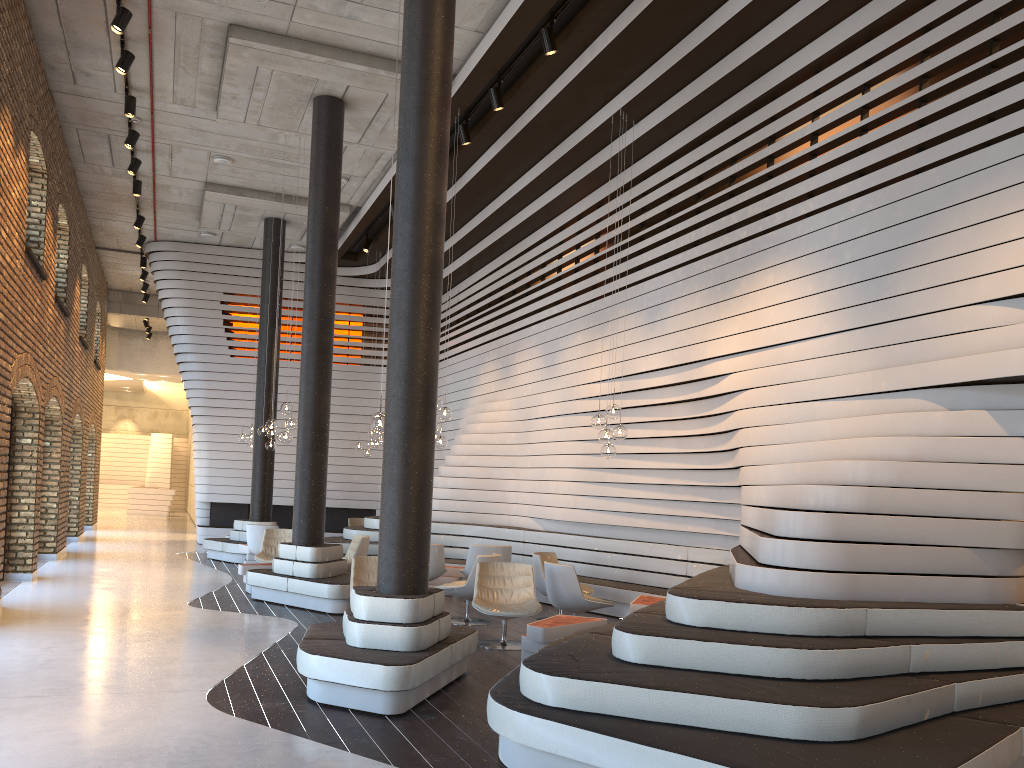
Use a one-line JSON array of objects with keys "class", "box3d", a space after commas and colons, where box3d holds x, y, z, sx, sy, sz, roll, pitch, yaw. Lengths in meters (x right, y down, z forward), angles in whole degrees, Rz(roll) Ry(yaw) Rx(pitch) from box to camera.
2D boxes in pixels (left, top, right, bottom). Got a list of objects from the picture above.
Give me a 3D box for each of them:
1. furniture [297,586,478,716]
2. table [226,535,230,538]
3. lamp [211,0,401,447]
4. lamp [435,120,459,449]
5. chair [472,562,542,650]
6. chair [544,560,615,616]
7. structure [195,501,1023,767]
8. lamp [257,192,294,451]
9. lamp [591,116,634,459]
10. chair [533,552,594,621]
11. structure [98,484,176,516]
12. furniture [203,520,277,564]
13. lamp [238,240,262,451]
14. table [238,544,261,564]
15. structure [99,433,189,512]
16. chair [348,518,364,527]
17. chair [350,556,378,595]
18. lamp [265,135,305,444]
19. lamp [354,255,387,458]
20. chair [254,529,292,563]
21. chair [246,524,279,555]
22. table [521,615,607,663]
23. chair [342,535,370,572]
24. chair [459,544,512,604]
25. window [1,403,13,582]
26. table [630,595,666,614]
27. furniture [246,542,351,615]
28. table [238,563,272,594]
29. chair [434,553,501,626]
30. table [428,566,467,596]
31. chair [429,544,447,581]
[{"class": "furniture", "box3d": [-1.051, 1.867, 6.531, 1.277, 0.719, 1.779, 1, -6, 14]}, {"class": "table", "box3d": [-5.000, 3.040, 16.626, 0.905, 0.369, 0.416, 8, -7, -43]}, {"class": "lamp", "box3d": [2.341, -2.104, 3.316, 9.019, 4.598, 42.222, 5, -7, -21]}, {"class": "lamp", "box3d": [-0.816, -1.583, 10.596, 0.309, 4.731, 0.664, 3, -1, -13]}, {"class": "chair", "box3d": [-0.058, 2.110, 8.413, 0.656, 0.764, 0.714, 3, -3, -5]}, {"class": "chair", "box3d": [0.671, 2.224, 9.096, 0.709, 0.764, 0.660, 4, -3, -22]}, {"class": "structure", "box3d": [-0.616, 2.487, 12.544, 5.763, 0.924, 18.343, 6, -7, -25]}, {"class": "lamp", "box3d": [-3.768, -1.222, 14.302, 0.276, 4.618, 0.543, 2, -1, 30]}, {"class": "lamp", "box3d": [1.116, -1.532, 9.556, 0.334, 4.704, 0.531, 2, -1, 30]}, {"class": "chair", "box3d": [0.575, 2.339, 10.120, 0.712, 0.764, 0.657, 1, -3, 23]}, {"class": "structure", "box3d": [-13.672, 4.203, 32.248, 2.550, 0.894, 7.542, 8, -9, -43]}, {"class": "furniture", "box3d": [-4.714, 2.742, 15.458, 1.273, 0.720, 1.785, 5, -6, -26]}, {"class": "lamp", "box3d": [-4.937, -1.022, 16.953, 0.276, 4.618, 0.543, 2, -1, 28]}, {"class": "table", "box3d": [-4.012, 2.825, 14.402, 0.904, 0.370, 0.416, 4, -4, -14]}, {"class": "structure", "box3d": [-14.665, 3.413, 34.321, 4.525, 2.857, 5.857, 5, -6, -21]}, {"class": "chair", "box3d": [-2.840, 2.995, 17.081, 0.714, 0.764, 0.656, 0, -4, 42]}, {"class": "chair", "box3d": [-1.232, 2.059, 8.440, 0.655, 0.764, 0.715, 4, -4, -20]}, {"class": "lamp", "box3d": [-2.945, -1.528, 11.830, 0.543, 4.664, 0.294, 3, -1, -36]}, {"class": "lamp", "box3d": [-2.676, -0.904, 17.062, 0.545, 4.664, 0.294, 3, 0, 4]}, {"class": "chair", "box3d": [-3.217, 2.413, 12.257, 0.656, 0.764, 0.714, 3, -3, -3]}, {"class": "chair", "box3d": [-3.777, 2.551, 13.656, 0.658, 0.764, 0.712, 2, -3, 16]}, {"class": "table", "box3d": [0.401, 2.243, 7.679, 0.416, 0.369, 0.906, -1, -7, 41]}, {"class": "chair", "box3d": [-2.270, 2.402, 11.781, 0.709, 0.764, 0.660, 4, -3, -18]}, {"class": "chair", "box3d": [-0.338, 2.452, 11.444, 0.655, 0.764, 0.715, 3, -3, -14]}, {"class": "window", "box3d": [-6.079, 1.161, 10.196, 0.130, 2.529, 2.370, 3, -3, -21]}, {"class": "table", "box3d": [1.518, 2.498, 9.418, 0.414, 0.369, 0.909, 2, -6, 16]}, {"class": "furniture", "box3d": [-2.220, 2.297, 10.663, 1.781, 0.720, 1.275, -2, -7, 39]}, {"class": "table", "box3d": [-3.110, 2.521, 11.446, 0.904, 0.369, 0.416, 6, -5, -29]}, {"class": "chair", "box3d": [-0.490, 2.248, 9.765, 0.712, 0.764, 0.658, 2, -3, 19]}, {"class": "table", "box3d": [-1.065, 2.698, 12.146, 0.907, 0.370, 0.415, 1, -4, 11]}, {"class": "chair", "box3d": [-1.156, 2.387, 11.218, 0.656, 0.764, 0.714, 3, -3, -1]}]
